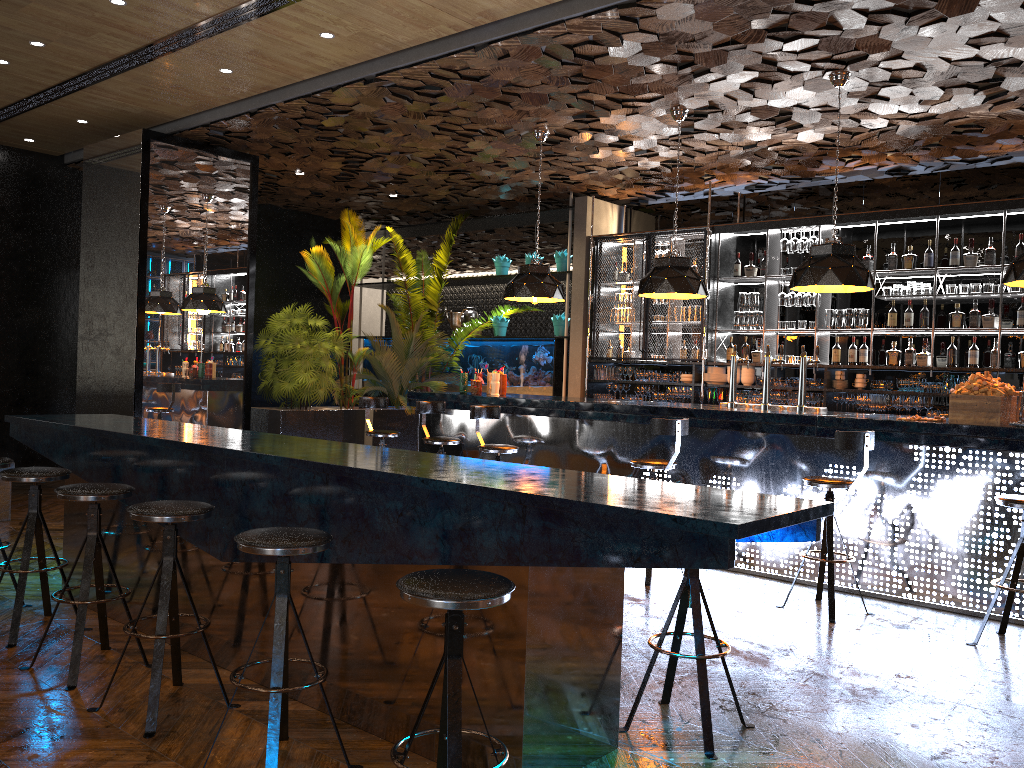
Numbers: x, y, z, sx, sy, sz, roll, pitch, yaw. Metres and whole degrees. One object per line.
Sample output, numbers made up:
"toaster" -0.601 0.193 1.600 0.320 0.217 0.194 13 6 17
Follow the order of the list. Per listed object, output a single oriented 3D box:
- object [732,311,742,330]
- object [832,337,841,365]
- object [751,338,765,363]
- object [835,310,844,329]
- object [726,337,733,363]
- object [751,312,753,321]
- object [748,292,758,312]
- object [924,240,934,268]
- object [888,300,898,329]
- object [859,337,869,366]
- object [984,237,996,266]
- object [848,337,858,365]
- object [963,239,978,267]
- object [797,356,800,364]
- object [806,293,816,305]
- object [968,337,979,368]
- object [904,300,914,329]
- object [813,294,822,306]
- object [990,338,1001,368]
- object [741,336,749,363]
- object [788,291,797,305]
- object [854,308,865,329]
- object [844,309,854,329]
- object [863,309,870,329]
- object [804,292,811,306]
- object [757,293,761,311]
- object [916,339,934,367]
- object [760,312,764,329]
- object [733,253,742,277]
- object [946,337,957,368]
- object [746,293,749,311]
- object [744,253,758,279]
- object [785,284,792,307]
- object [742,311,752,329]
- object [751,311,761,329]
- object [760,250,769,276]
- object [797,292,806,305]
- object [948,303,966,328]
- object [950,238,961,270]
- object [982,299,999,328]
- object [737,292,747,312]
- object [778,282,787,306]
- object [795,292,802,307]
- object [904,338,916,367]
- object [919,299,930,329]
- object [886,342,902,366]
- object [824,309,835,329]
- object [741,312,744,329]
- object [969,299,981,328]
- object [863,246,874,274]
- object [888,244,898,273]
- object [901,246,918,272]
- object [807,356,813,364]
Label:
"object" 2.493 -0.698 9.828 0.105 0.209 0.105 2 1 -4
"object" 3.339 -0.337 9.119 0.086 0.299 0.086 2 1 -1
"object" 2.690 -0.357 9.648 0.123 0.279 0.123 2 1 -36
"object" 3.381 -0.658 9.152 0.105 0.209 0.105 2 1 -5
"object" 2.439 -0.379 9.889 0.086 0.299 0.086 2 1 -1
"object" 2.649 -0.692 9.839 0.105 0.209 0.105 2 1 -4
"object" 2.638 -0.900 9.719 0.105 0.209 0.105 2 1 -4
"object" 4.027 -1.240 8.560 0.086 0.298 0.086 2 1 -1
"object" 3.764 -0.681 8.764 0.086 0.299 0.086 2 1 -1
"object" 3.550 -0.328 8.941 0.086 0.298 0.086 2 1 -1
"object" 4.425 -1.215 8.202 0.083 0.282 0.083 3 1 41
"object" 3.475 -0.333 9.036 0.086 0.298 0.086 2 1 -1
"object" 4.294 -1.218 8.296 0.123 0.279 0.123 2 1 29
"object" 3.058 -0.247 9.380 0.089 0.092 0.089 2 1 -39
"object" 3.106 -0.946 9.202 0.092 0.244 0.092 2 1 1
"object" 4.317 -0.293 8.287 0.086 0.298 0.086 2 1 -1
"object" 3.891 -0.677 8.688 0.086 0.298 0.086 2 1 -1
"object" 3.213 -0.943 9.328 0.092 0.244 0.092 2 1 1
"object" 4.451 -0.278 8.162 0.083 0.282 0.083 2 1 26
"object" 2.564 -0.373 9.741 0.086 0.297 0.086 2 1 -16
"object" 2.952 -0.953 9.334 0.092 0.244 0.092 2 1 1
"object" 3.488 -0.651 8.913 0.105 0.209 0.105 2 1 -5
"object" 3.421 -0.655 9.002 0.105 0.209 0.105 2 1 -5
"object" 3.567 -0.649 8.988 0.105 0.209 0.105 2 1 -5
"object" 3.134 -0.947 9.395 0.092 0.244 0.092 2 1 1
"object" 2.694 -0.899 9.791 0.105 0.209 0.105 2 1 -4
"object" 3.980 -0.298 8.546 0.123 0.279 0.123 2 1 -36
"object" 2.725 -0.688 9.760 0.105 0.209 0.105 2 1 -4
"object" 2.515 -1.312 9.875 0.086 0.298 0.086 2 1 -1
"object" 4.158 -0.300 8.379 0.086 0.297 0.086 2 1 -16
"object" 2.612 -0.903 9.877 0.105 0.209 0.105 2 1 -4
"object" 2.621 -1.296 9.725 0.123 0.279 0.123 2 1 29
"object" 2.975 -0.954 9.531 0.092 0.244 0.092 2 1 1
"object" 2.584 -0.693 9.752 0.105 0.209 0.105 2 1 -4
"object" 2.663 -0.690 9.667 0.105 0.209 0.105 2 1 -4
"object" 2.750 -1.301 9.637 0.086 0.299 0.086 2 1 -1
"object" 3.027 -0.949 9.270 0.092 0.244 0.092 2 1 1
"object" 4.204 -0.636 8.378 0.151 0.248 0.094 2 1 29
"object" 4.201 -1.233 8.403 0.086 0.298 0.086 2 1 -1
"object" 4.419 -0.641 8.178 0.123 0.279 0.123 2 1 -36
"object" 2.543 -0.904 9.788 0.105 0.209 0.105 2 1 -4
"object" 2.868 -0.957 9.405 0.092 0.244 0.092 2 1 1
"object" 3.059 -0.950 9.459 0.092 0.244 0.092 2 1 1
"object" 3.883 -0.305 8.647 0.083 0.282 0.083 3 1 41
"object" 3.988 -0.672 8.568 0.086 0.297 0.086 2 1 -1
"object" 3.765 -0.292 8.747 0.151 0.248 0.094 2 1 29
"object" 3.258 -0.662 9.105 0.105 0.209 0.105 2 1 -5
"object" 2.561 -0.696 9.924 0.105 0.209 0.105 2 1 -4
"object" 4.323 -0.648 8.278 0.083 0.282 0.083 3 1 41
"object" 3.583 -1.247 8.921 0.083 0.282 0.083 2 1 -34
"object" 3.765 -1.245 8.765 0.083 0.282 0.083 2 1 26
"object" 3.886 -1.222 8.661 0.151 0.248 0.094 3 1 44
"object" 3.097 -0.244 9.264 0.089 0.092 0.089 2 1 -39
